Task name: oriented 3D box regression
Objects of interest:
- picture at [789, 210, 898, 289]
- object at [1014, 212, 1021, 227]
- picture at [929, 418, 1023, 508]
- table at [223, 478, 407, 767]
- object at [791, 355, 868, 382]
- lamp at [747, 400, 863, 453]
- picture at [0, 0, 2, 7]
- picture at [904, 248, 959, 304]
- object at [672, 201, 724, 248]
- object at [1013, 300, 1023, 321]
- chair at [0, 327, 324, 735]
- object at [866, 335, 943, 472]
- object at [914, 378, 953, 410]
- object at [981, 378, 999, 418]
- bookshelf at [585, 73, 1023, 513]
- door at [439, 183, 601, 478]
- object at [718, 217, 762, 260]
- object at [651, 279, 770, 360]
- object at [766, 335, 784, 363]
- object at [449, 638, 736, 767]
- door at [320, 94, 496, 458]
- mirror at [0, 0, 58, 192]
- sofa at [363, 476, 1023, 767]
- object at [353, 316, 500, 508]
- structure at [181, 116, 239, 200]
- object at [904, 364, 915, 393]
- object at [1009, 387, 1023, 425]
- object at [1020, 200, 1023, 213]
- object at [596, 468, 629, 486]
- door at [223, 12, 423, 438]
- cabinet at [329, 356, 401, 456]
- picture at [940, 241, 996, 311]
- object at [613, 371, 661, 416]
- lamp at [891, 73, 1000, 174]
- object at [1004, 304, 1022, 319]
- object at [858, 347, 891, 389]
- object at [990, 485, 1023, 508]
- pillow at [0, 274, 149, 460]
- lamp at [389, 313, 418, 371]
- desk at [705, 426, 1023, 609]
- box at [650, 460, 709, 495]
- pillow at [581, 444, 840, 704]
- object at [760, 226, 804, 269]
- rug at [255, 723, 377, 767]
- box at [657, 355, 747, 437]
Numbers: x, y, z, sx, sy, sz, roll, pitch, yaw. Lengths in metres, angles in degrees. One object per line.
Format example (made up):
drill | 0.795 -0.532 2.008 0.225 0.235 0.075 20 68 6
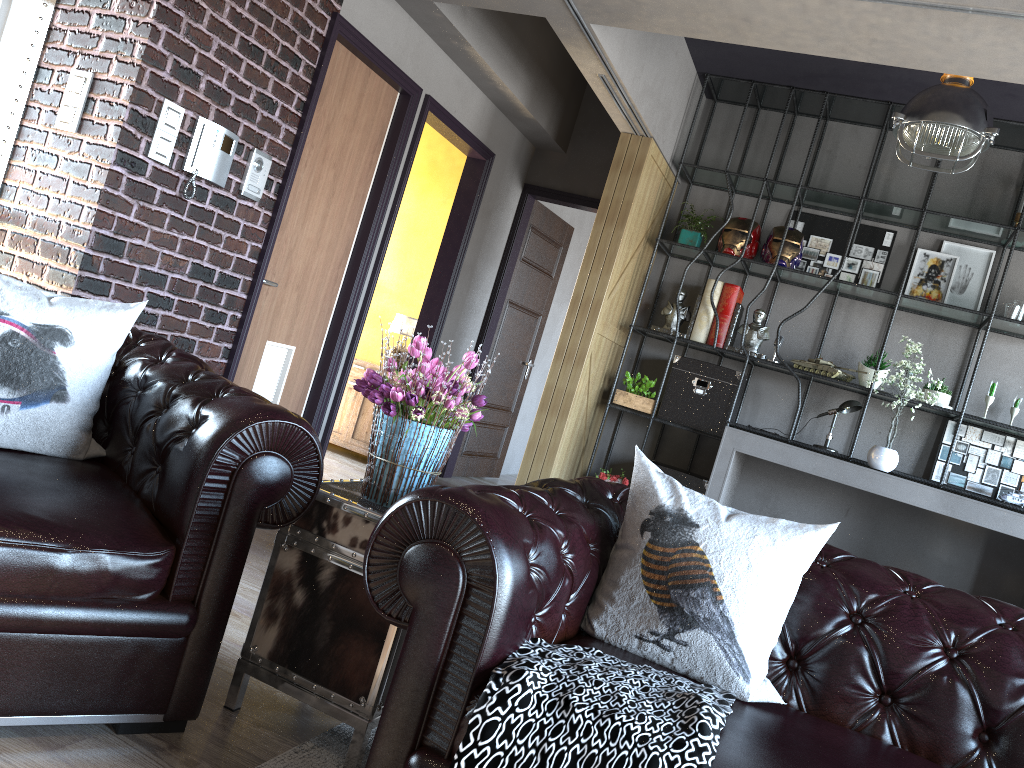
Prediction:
picture | 2.312 -0.944 6.385 0.750 0.503 0.058 17 0 21
object | 3.252 -1.037 5.711 0.135 0.129 0.135 17 1 -6
picture | 3.174 0.533 5.869 0.666 0.447 0.051 17 0 21
table | -0.401 0.605 2.374 0.418 0.609 0.405 17 0 21
object | 2.192 -0.113 6.092 0.206 0.170 0.578 16 1 -34
lamp | 2.035 0.223 6.142 0.204 0.371 0.741 16 1 -45
picture | -2.502 -1.547 3.970 0.412 0.599 0.047 17 0 21
picture | 2.867 -0.709 6.076 0.268 0.414 0.101 17 0 21
object | 1.329 -1.137 6.505 0.324 0.339 0.295 17 1 -23
object | 3.247 -0.452 5.690 0.087 0.155 0.087 17 0 34
chair | -1.413 0.181 2.171 1.489 0.845 1.247 16 1 -39
object | 2.399 0.125 5.453 0.398 0.852 0.421 17 0 -23
object | 2.785 0.049 5.812 0.234 0.213 0.235 17 1 -24
object | 3.032 0.094 5.629 0.113 0.275 0.113 17 0 25
bookshelf | 3.002 -0.022 5.794 4.489 3.282 0.526 17 0 21
door | 0.426 -0.251 7.704 1.151 2.544 1.127 17 0 21
object | 1.630 -1.042 6.367 0.281 0.327 0.399 17 1 26
object | 1.478 -0.486 6.392 0.834 0.466 0.289 17 0 21
object | 1.825 -0.240 6.121 0.093 0.200 0.093 17 0 16
object | -0.094 0.772 1.360 0.563 0.569 1.696 17 1 41
door | -1.177 -0.711 6.342 1.100 2.544 1.148 17 0 21
mirror | -2.489 -1.544 4.005 1.049 3.460 0.050 17 0 21
sofa | 0.975 0.912 1.834 2.569 0.838 1.238 17 1 20
object | -0.253 0.088 2.376 0.351 0.484 0.350 16 1 -38
structure | -1.386 -1.001 4.077 0.069 0.370 0.279 17 0 21
object | 2.688 -0.017 6.037 0.113 0.273 0.113 17 0 -13
object | 3.313 0.161 5.839 0.113 0.302 0.113 17 0 40
object | 3.403 -1.132 5.936 0.128 0.390 0.128 17 0 -11
object | 0.692 0.768 6.458 0.346 0.362 0.331 17 1 24
door | -1.189 -0.691 5.092 0.219 2.540 1.001 17 0 21
cabinet | -1.467 0.113 7.239 1.434 0.750 0.408 17 0 21
picture | 3.054 -0.705 6.052 0.332 0.515 0.119 17 0 21
object | 0.918 0.055 6.378 0.304 0.265 0.180 17 0 21
lamp | 2.363 -1.718 4.706 0.534 1.149 0.515 17 0 -2
object | 3.159 -0.448 5.610 0.092 0.099 0.093 16 1 -31
object | 2.430 -0.109 5.940 0.136 0.305 0.193 17 0 -35
object | 3.246 0.734 5.630 0.350 0.111 0.380 16 1 -36
pillow | -1.277 -0.078 2.327 0.540 0.502 0.291 16 0 -31
lamp | -0.954 -0.028 7.068 0.291 1.045 0.441 17 0 -6
desk | 2.348 1.023 5.738 2.132 0.886 0.843 17 1 21
box | 1.145 0.843 6.376 0.489 0.481 0.373 17 1 21
pillow | 0.469 0.447 2.144 0.529 0.469 0.283 17 0 24
object | 1.914 -0.954 6.252 0.280 0.327 0.399 17 1 11
rug | 0.406 1.184 1.257 2.478 0.003 2.251 17 1 21
box | 1.372 0.091 6.374 0.489 0.481 0.373 17 1 21
